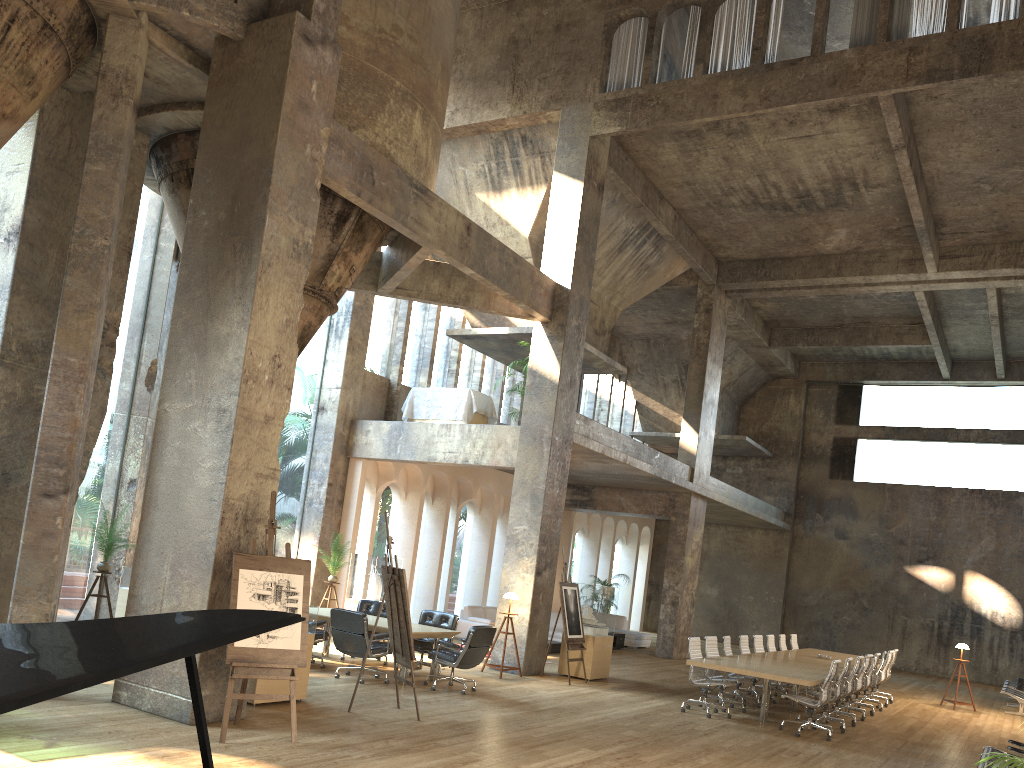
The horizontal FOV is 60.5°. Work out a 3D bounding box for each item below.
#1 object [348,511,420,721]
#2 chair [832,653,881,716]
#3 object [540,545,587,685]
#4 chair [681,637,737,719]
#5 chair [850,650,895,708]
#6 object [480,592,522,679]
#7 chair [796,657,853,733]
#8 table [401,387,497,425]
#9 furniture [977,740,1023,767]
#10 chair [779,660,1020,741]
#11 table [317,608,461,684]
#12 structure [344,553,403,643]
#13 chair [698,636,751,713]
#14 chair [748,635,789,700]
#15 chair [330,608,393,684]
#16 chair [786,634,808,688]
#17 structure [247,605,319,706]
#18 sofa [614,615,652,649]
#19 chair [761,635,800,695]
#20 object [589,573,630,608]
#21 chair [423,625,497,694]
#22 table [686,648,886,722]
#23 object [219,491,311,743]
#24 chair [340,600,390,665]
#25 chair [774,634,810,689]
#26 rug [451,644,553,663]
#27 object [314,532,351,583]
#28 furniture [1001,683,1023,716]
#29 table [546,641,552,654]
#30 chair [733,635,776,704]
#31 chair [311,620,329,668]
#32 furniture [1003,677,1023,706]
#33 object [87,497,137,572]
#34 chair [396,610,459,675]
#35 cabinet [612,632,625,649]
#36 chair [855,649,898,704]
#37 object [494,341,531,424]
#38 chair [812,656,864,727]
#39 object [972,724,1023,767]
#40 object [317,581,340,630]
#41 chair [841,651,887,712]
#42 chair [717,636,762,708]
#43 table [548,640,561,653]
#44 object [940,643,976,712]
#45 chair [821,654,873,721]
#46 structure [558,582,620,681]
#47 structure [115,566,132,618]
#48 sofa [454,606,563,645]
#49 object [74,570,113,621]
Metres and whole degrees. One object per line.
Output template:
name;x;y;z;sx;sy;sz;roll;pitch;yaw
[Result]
object;-1.271;2.439;9.319;0.691;2.121;0.703;10;-5;-26
chair;5.751;4.956;14.659;0.696;1.013;0.676;3;-8;37
object;0.886;3.641;13.905;0.681;2.121;0.712;5;-5;30
chair;2.759;4.085;12.248;0.696;1.013;0.676;3;-8;37
chair;6.641;5.381;16.197;0.697;1.013;0.676;2;-8;40
object;-0.168;3.845;13.555;0.568;1.282;0.669;4;-6;31
chair;4.396;4.316;12.348;0.696;1.013;0.677;3;-7;35
table;-1.206;0.537;16.839;1.744;0.792;1.136;1;-11;31
furniture;4.996;3.737;8.642;0.705;0.831;1.906;3;-11;31
chair;1.520;4.094;13.045;12.912;1.018;32.083;1;-13;31
table;-2.054;3.637;12.290;2.402;0.691;1.125;1;-11;31
structure;-2.534;3.876;15.890;0.591;1.529;0.755;4;-6;31
chair;3.163;4.290;13.006;0.697;1.013;0.676;2;-8;40
chair;4.506;4.924;15.292;0.697;1.013;0.676;2;-8;40
chair;-1.909;3.368;11.334;0.727;0.881;0.835;2;-9;38
chair;5.894;5.580;17.661;0.696;1.013;0.676;3;-8;37
structure;-2.633;2.792;9.251;0.740;1.002;0.748;3;-8;31
sofa;2.472;6.303;22.675;2.061;0.712;1.091;1;-11;31
chair;4.955;5.137;16.063;0.696;1.013;0.676;3;-8;37
object;2.487;6.081;24.326;1.397;1.791;1.379;2;-8;37
chair;-0.719;3.552;11.488;0.817;0.882;0.743;4;-8;27
table;4.886;4.947;14.513;1.596;0.749;7.856;1;-13;31
object;-2.131;1.991;7.648;0.709;2.121;0.684;10;-5;-32
chair;-2.131;3.705;13.148;0.728;0.881;0.834;7;-7;5
chair;5.415;5.355;16.850;0.696;1.013;0.677;3;-7;35
rug;-0.607;4.974;16.275;2.455;0.009;1.371;0;-13;31
object;-3.236;3.110;15.849;0.685;0.928;0.875;5;-8;22
furniture;10.593;6.401;18.283;0.705;0.831;1.906;3;-11;31
table;0.338;5.306;17.891;0.857;0.243;0.377;1;-11;31
chair;4.060;4.715;14.540;0.696;1.013;0.676;3;-8;37
chair;-2.863;3.361;11.907;0.727;0.881;0.836;3;-9;32
furniture;11.794;6.968;20.328;0.705;0.831;1.906;3;-11;31
object;-5.071;1.917;11.104;0.856;0.928;0.700;2;-8;34
chair;-1.251;3.719;12.655;0.726;0.881;0.836;4;-8;25
cabinet;2.178;6.032;20.633;0.394;0.364;1.590;3;-12;31
chair;7.050;5.586;16.952;0.696;1.013;0.676;3;-8;37
object;0.482;0.035;15.796;1.397;1.787;1.379;2;-8;37
chair;4.856;4.534;13.135;0.696;1.013;0.676;3;-8;37
object;2.366;2.037;3.413;1.087;1.439;1.149;5;-7;22
object;-3.301;4.042;15.760;0.659;0.961;0.577;8;-6;-4
chair;6.210;5.178;15.464;0.696;1.013;0.677;4;-7;31
chair;3.586;4.493;13.744;0.696;1.013;0.677;4;-7;31
table;0.521;5.415;18.206;0.788;0.200;1.131;1;-13;31
object;8.761;5.762;17.368;0.664;1.282;0.572;10;-6;-25
chair;5.306;4.747;13.906;0.697;1.013;0.676;2;-8;40
structure;1.282;4.119;14.662;0.591;1.529;0.755;4;-6;31
structure;-4.895;3.082;12.127;0.732;1.002;0.756;3;-8;31
sofa;0.359;5.304;19.075;2.058;0.712;2.982;1;-13;31
object;-5.285;2.865;11.189;0.664;0.961;0.573;10;-6;-22
